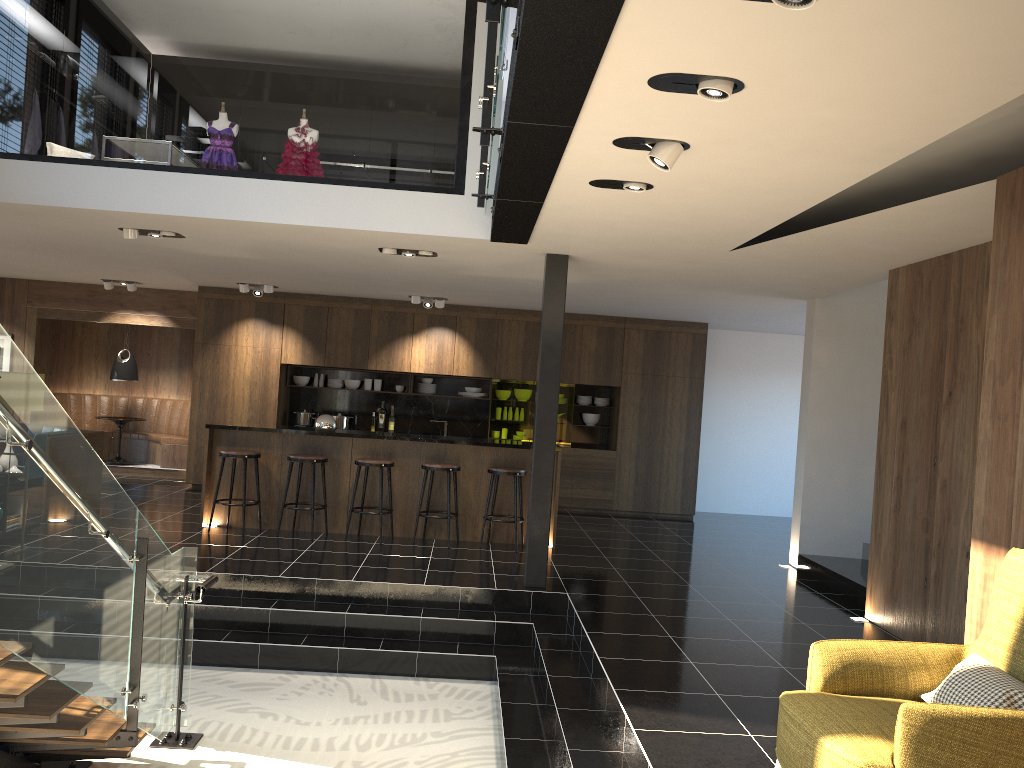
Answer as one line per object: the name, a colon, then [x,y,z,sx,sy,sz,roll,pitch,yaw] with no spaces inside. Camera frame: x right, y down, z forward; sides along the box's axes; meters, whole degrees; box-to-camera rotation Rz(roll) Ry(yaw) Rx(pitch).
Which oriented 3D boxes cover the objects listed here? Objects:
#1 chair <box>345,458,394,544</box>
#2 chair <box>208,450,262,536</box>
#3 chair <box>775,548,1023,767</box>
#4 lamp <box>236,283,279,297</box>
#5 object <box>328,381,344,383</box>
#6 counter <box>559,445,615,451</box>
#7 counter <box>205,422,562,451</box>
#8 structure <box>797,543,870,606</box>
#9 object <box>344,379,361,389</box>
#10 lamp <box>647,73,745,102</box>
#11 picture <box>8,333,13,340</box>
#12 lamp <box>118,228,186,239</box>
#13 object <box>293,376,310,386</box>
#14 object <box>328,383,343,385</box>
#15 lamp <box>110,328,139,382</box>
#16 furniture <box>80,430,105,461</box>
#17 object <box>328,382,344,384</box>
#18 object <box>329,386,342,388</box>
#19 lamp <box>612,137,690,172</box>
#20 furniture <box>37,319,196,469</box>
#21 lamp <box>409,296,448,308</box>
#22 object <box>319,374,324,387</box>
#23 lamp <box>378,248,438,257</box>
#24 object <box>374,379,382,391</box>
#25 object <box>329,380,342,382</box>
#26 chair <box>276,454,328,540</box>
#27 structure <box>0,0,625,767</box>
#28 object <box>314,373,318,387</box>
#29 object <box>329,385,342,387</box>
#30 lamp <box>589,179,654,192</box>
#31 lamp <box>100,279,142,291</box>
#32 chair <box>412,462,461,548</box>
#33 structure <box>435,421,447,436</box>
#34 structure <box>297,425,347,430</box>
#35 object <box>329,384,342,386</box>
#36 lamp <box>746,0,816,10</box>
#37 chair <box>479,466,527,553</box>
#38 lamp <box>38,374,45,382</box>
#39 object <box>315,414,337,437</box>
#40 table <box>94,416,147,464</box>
chair: [-1.391,1.153,8.815,0.412,0.799,0.412,4,0,7]
chair: [-2.706,1.062,8.751,0.412,0.799,0.412,4,0,7]
chair: [1.499,1.137,3.121,1.031,1.097,0.807,4,0,-4]
lamp: [-3.223,-1.255,11.245,0.501,0.294,0.349,4,0,-3]
object: [-2.484,-0.012,12.491,0.220,0.033,0.220,4,-1,-6]
counter: [-0.886,0.760,12.423,4.591,0.005,0.862,4,-1,-3]
counter: [-1.288,0.544,9.262,3.573,0.041,0.698,4,-1,-3]
structure: [4.074,0.383,5.521,1.964,3.017,6.662,4,0,-3]
object: [-2.253,0.012,12.511,0.234,0.138,0.234,4,0,17]
lamp: [0.659,-1.116,3.165,0.346,0.177,0.195,4,0,-3]
picture: [-7.452,-0.281,12.503,0.748,0.911,0.028,4,0,-3]
lamp: [-3.038,-1.313,7.497,0.501,0.231,0.349,4,0,-3]
object: [-2.964,-0.039,12.476,0.234,0.138,0.234,4,0,0]
object: [-2.486,0.011,12.491,0.220,0.033,0.220,4,-1,-6]
lamp: [-5.592,-0.530,12.858,0.389,0.974,0.389,4,0,41]
furniture: [-6.026,0.828,9.566,2.609,0.822,1.365,4,0,-3]
object: [-2.485,-0.002,12.491,0.220,0.033,0.220,4,-1,-6]
object: [-2.488,0.046,12.491,0.220,0.033,0.220,4,-1,-6]
lamp: [0.619,-1.075,3.939,0.346,0.247,0.195,4,0,-3]
furniture: [-5.667,0.006,13.336,2.638,2.335,1.174,4,0,-3]
lamp: [-1.071,-1.114,11.351,0.501,0.280,0.349,4,0,-3]
object: [-2.681,-0.050,12.489,0.060,0.185,0.060,4,0,-34]
lamp: [-0.885,-1.183,7.602,0.501,0.194,0.349,4,0,-3]
object: [-1.894,0.018,12.505,0.109,0.161,0.109,4,0,10]
object: [-2.482,-0.035,12.490,0.220,0.033,0.220,4,-1,-6]
chair: [-2.048,1.108,8.783,0.412,0.799,0.412,4,0,7]
structure: [-1.221,0.015,2.980,3.447,4.868,7.279,4,0,-4]
object: [-2.757,-0.055,12.485,0.060,0.185,0.060,4,0,29]
object: [-2.487,0.033,12.491,0.220,0.033,0.220,4,-1,-6]
lamp: [0.584,-1.114,4.714,0.346,0.158,0.195,4,0,-3]
lamp: [-5.266,-1.394,11.975,0.501,0.280,0.349,4,0,-3]
chair: [-0.733,1.198,8.848,0.412,0.799,0.412,4,0,7]
structure: [-1.018,0.632,12.275,0.242,0.231,0.173,4,0,-3]
structure: [-2.583,0.617,12.280,0.877,0.046,0.533,4,-1,-3]
object: [-2.486,0.021,12.491,0.220,0.033,0.220,4,-1,-6]
lamp: [0.697,-1.122,2.390,0.346,0.177,0.195,4,0,-3]
chair: [-0.075,1.244,8.880,0.412,0.799,0.412,4,0,7]
lamp: [-4.103,0.623,7.076,0.437,1.445,0.637,4,0,23]
object: [-1.897,0.423,9.046,0.227,0.228,0.227,4,0,-42]
table: [-5.696,0.815,12.875,0.702,0.644,0.702,4,0,-28]
